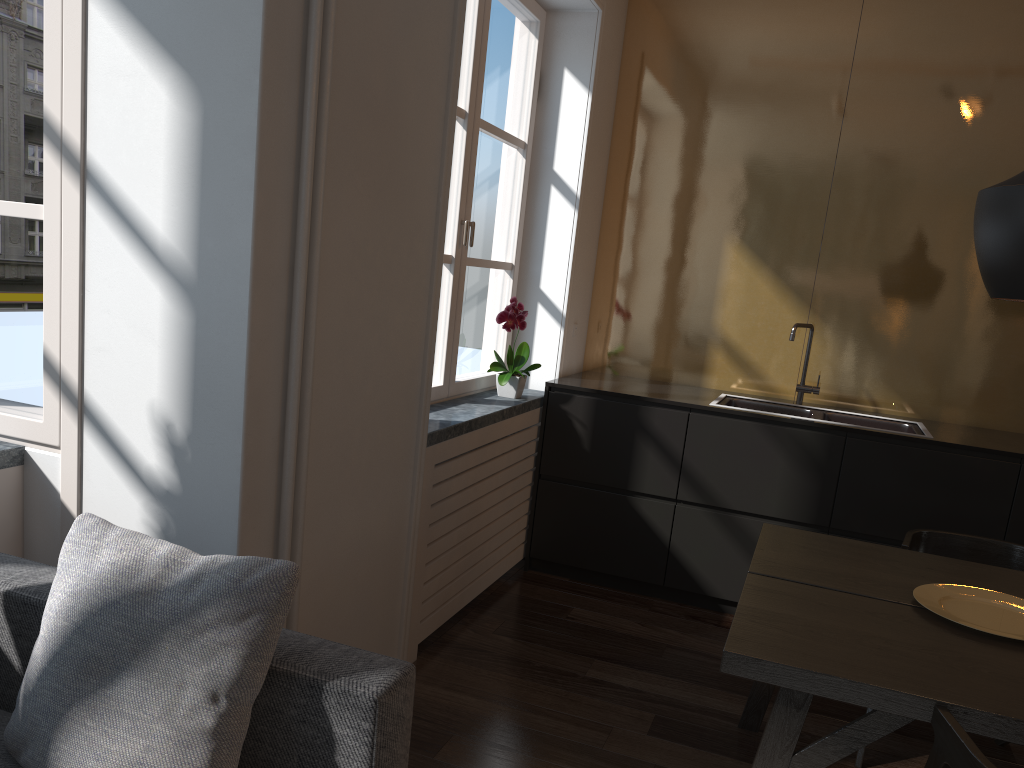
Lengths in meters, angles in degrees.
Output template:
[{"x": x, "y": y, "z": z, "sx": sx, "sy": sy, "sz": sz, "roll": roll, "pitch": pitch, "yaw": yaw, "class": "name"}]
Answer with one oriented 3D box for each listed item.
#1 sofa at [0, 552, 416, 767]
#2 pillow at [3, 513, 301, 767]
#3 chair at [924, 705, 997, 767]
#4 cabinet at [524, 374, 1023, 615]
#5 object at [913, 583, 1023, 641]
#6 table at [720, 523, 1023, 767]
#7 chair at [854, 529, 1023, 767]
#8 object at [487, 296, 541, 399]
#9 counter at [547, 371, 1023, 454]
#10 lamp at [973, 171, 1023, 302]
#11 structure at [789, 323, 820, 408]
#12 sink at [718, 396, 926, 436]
[{"x": -0.727, "y": 0.938, "z": 0.252, "sx": 2.032, "sy": 0.680, "sz": 3.042, "roll": 9, "pitch": 8, "yaw": 19, "class": "sofa"}, {"x": -0.647, "y": 0.483, "z": 1.498, "sx": 0.492, "sy": 0.420, "sz": 0.284, "roll": 9, "pitch": 10, "yaw": 17, "class": "pillow"}, {"x": 0.966, "y": 0.955, "z": 1.562, "sx": 0.591, "sy": 0.680, "sz": 0.514, "roll": 9, "pitch": 10, "yaw": 17, "class": "chair"}, {"x": 2.590, "y": 0.768, "z": 3.563, "sx": 5.044, "sy": 0.913, "sz": 0.726, "roll": 9, "pitch": 10, "yaw": 18, "class": "cabinet"}, {"x": 1.137, "y": 0.543, "z": 2.087, "sx": 0.354, "sy": 0.017, "sz": 0.353, "roll": 9, "pitch": 8, "yaw": 22, "class": "object"}, {"x": 1.727, "y": 0.989, "z": 1.909, "sx": 2.491, "sy": 0.688, "sz": 1.097, "roll": 9, "pitch": 9, "yaw": 18, "class": "table"}, {"x": 1.413, "y": 0.852, "z": 2.736, "sx": 0.591, "sy": 0.680, "sz": 0.514, "roll": 9, "pitch": 10, "yaw": 15, "class": "chair"}, {"x": 0.024, "y": -0.147, "z": 3.744, "sx": 0.230, "sy": 0.443, "sz": 0.400, "roll": 5, "pitch": 10, "yaw": -5, "class": "object"}, {"x": 2.639, "y": 0.324, "z": 3.474, "sx": 5.041, "sy": 0.002, "sz": 0.726, "roll": 9, "pitch": 8, "yaw": 18, "class": "counter"}, {"x": 1.231, "y": -0.441, "z": 1.886, "sx": 0.410, "sy": 0.548, "sz": 0.406, "roll": -1, "pitch": 12, "yaw": -37, "class": "lamp"}, {"x": 1.325, "y": -0.076, "z": 3.997, "sx": 0.108, "sy": 0.391, "sz": 0.264, "roll": 14, "pitch": 13, "yaw": 34, "class": "structure"}, {"x": 2.504, "y": 0.286, "z": 3.472, "sx": 3.403, "sy": 0.247, "sz": 0.477, "roll": 9, "pitch": 8, "yaw": 17, "class": "sink"}]
